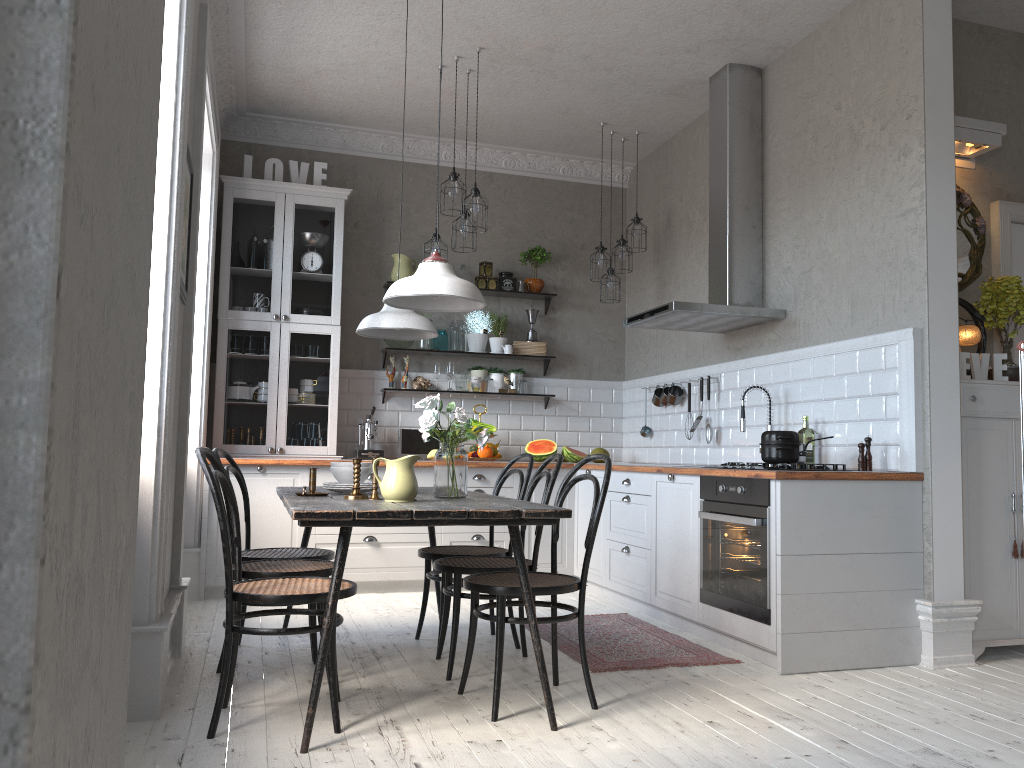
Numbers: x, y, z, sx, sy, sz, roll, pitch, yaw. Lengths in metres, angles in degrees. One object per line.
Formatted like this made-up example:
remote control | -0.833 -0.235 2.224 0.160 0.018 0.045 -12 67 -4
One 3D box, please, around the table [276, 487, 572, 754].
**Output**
table | -0.498 0.831 3.678 0.916 0.735 1.895 2 -5 -17

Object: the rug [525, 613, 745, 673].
rug | 0.507 1.264 4.414 0.745 0.014 1.273 2 -5 -17

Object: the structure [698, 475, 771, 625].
structure | 1.284 0.756 4.198 0.626 0.623 0.614 2 -5 -17

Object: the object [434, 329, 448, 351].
object | -0.550 -0.323 6.723 0.127 0.172 0.125 2 -5 -14

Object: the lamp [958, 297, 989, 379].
lamp | 2.207 -0.160 4.436 0.453 0.558 0.170 2 -5 -10

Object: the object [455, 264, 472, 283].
object | -0.382 -0.817 6.863 0.137 0.220 0.142 -2 -5 32

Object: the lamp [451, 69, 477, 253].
lamp | -0.279 -1.687 5.520 0.149 1.735 0.144 4 -5 -30

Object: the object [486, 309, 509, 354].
object | -0.107 -0.412 6.822 0.166 0.380 0.187 -2 -6 34

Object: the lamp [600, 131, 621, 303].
lamp | 0.731 -1.464 6.518 0.143 1.735 0.150 -3 -7 44

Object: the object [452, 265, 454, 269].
object | -0.529 -0.814 6.716 0.169 0.184 0.174 -1 -5 22

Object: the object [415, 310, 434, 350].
object | -0.642 -0.524 6.558 0.195 0.540 0.276 3 -5 -25

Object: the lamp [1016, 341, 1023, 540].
lamp | 0.724 0.297 1.133 0.248 0.839 0.139 0 -5 18

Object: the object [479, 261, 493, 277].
object | -0.201 -0.878 6.809 0.084 0.113 0.081 5 -6 -37

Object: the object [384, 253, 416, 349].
object | -0.821 -0.596 6.550 0.331 0.674 0.341 -3 -6 41

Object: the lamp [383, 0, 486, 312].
lamp | -0.267 -1.215 3.341 0.374 1.859 0.384 -1 -5 20

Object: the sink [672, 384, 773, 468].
sink | 1.224 0.353 4.886 0.535 0.720 0.480 3 -5 -17

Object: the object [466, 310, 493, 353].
object | -0.249 -0.402 6.829 0.245 0.354 0.234 1 -5 0

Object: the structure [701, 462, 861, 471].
structure | 1.265 0.393 4.223 0.502 0.031 0.598 2 -5 -17

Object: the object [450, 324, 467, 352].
object | -0.406 -0.341 6.679 0.124 0.206 0.125 1 -5 5

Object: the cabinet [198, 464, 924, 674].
cabinet | 0.263 0.913 5.359 4.121 0.854 2.023 -2 -5 28

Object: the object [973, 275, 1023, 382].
object | 2.500 -0.269 4.459 0.294 0.553 0.344 0 -5 17

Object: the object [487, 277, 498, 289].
object | -0.154 -0.764 6.825 0.083 0.113 0.082 2 -5 -7

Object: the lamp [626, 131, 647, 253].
lamp | 0.927 -1.840 6.544 0.143 1.735 0.150 -3 -7 44

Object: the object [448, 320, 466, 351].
object | -0.425 -0.358 6.831 0.132 0.264 0.130 2 -5 -12

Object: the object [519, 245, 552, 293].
object | 0.190 -0.891 6.952 0.260 0.397 0.242 0 -5 7

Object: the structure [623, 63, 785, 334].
structure | 1.150 -1.161 5.391 0.722 1.596 0.703 3 -5 -17

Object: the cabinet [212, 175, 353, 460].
cabinet | -1.618 -0.417 6.202 0.891 1.921 0.383 3 -5 -18

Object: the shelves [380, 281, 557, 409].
shelves | -0.323 -0.259 6.762 1.333 0.923 0.226 3 -5 -18

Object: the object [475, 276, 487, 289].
object | -0.240 -0.767 6.801 0.084 0.113 0.082 3 -5 -17

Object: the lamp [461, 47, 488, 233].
lamp | -0.202 -1.760 5.223 0.144 1.735 0.149 -2 -5 30

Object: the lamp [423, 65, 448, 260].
lamp | -0.451 -1.535 5.455 0.143 1.735 0.150 -3 -6 39

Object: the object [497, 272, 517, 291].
object | -0.049 -0.786 6.914 0.144 0.174 0.140 2 -5 -17

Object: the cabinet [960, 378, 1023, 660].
cabinet | 2.311 0.644 4.309 0.675 1.297 0.379 3 -5 -18

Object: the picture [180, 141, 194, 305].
picture | -1.356 -0.674 3.667 0.020 0.619 0.514 2 -5 -16

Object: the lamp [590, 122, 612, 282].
lamp | 0.647 -1.601 6.361 0.145 1.735 0.148 0 -5 15

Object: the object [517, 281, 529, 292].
object | 0.084 -0.750 6.853 0.094 0.096 0.074 2 -5 -17

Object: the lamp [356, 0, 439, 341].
lamp | -0.514 -1.151 4.186 0.382 1.859 0.376 2 -5 -10

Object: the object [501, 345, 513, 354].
object | -0.028 -0.262 6.771 0.105 0.071 0.063 0 -5 12

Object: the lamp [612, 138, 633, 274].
lamp | 0.837 -1.702 6.682 0.144 1.735 0.149 -1 -5 25

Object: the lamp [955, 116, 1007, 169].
lamp | 2.323 -1.257 4.606 0.421 0.171 0.217 2 -5 -18

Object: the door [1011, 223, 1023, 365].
door | 3.023 0.230 4.815 0.761 2.183 0.079 3 -5 -19

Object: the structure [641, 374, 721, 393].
structure | 1.157 -0.001 6.205 0.096 0.053 1.072 2 -5 -16

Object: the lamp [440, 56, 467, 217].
lamp | -0.336 -1.882 5.354 0.149 1.735 0.144 4 -5 -30
